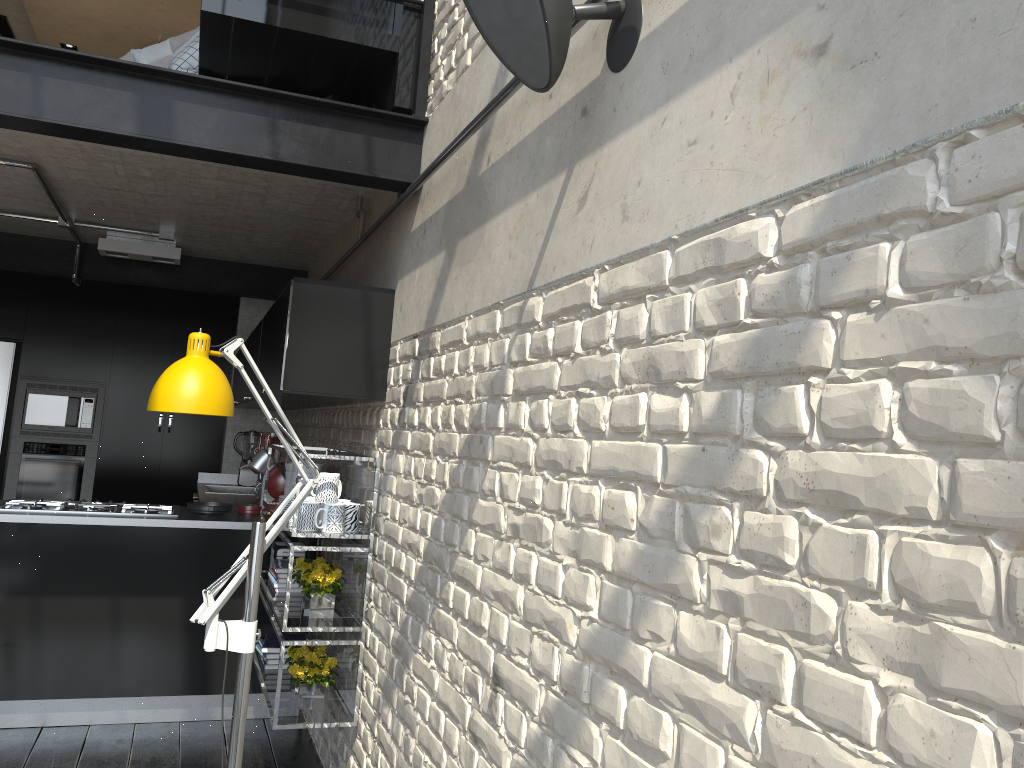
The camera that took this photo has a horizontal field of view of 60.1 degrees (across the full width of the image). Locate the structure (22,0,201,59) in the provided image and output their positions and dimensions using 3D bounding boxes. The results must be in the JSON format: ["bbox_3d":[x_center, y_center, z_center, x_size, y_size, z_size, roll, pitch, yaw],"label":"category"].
[{"bbox_3d":[-3.436,-2.152,8.473,2.587,2.973,2.777,6,-6,-20],"label":"structure"}]

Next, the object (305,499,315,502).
[{"bbox_3d":[-0.772,0.487,3.340,0.083,0.101,0.107,2,-6,14],"label":"object"}]

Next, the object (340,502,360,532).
[{"bbox_3d":[-0.604,0.496,3.306,0.083,0.101,0.107,2,-6,14],"label":"object"}]

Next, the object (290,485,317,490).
[{"bbox_3d":[-0.844,0.443,3.715,0.170,0.030,0.170,5,-4,-15],"label":"object"}]

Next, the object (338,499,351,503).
[{"bbox_3d":[-0.655,0.501,3.430,0.108,0.101,0.082,6,-6,-20],"label":"object"}]

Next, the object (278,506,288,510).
[{"bbox_3d":[-0.851,0.533,3.704,0.251,0.031,0.250,1,-5,39],"label":"object"}]

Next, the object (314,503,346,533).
[{"bbox_3d":[-0.661,0.487,3.221,0.108,0.101,0.082,4,-6,-6],"label":"object"}]

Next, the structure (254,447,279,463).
[{"bbox_3d":[-1.765,0.609,6.316,0.176,0.313,0.089,6,-8,-19],"label":"structure"}]

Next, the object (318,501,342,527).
[{"bbox_3d":[-0.695,0.492,3.329,0.108,0.101,0.082,4,-6,-6],"label":"object"}]

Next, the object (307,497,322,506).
[{"bbox_3d":[-0.747,0.494,3.430,0.108,0.101,0.082,7,-7,-30],"label":"object"}]

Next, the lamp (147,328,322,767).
[{"bbox_3d":[-0.565,0.663,1.732,0.630,1.630,1.561,5,-6,-7],"label":"lamp"}]

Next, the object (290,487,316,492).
[{"bbox_3d":[-0.845,0.452,3.714,0.170,0.030,0.170,5,-4,-15],"label":"object"}]

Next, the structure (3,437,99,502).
[{"bbox_3d":[-3.465,0.699,6.704,0.580,0.562,0.482,6,-6,-20],"label":"structure"}]

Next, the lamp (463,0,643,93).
[{"bbox_3d":[0.076,-0.670,1.568,0.356,0.308,0.177,8,-8,-38],"label":"lamp"}]

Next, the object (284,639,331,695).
[{"bbox_3d":[-0.795,1.090,3.423,0.182,0.193,0.174,5,-6,-7],"label":"object"}]

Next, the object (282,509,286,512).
[{"bbox_3d":[-0.852,0.541,3.703,0.251,0.031,0.250,1,-5,39],"label":"object"}]

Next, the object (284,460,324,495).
[{"bbox_3d":[-0.970,0.464,4.099,0.150,0.218,0.308,7,-6,-22],"label":"object"}]

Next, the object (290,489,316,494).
[{"bbox_3d":[-0.845,0.460,3.713,0.170,0.030,0.170,5,-4,-15],"label":"object"}]

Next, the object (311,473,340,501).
[{"bbox_3d":[-0.717,0.394,3.403,0.108,0.101,0.082,4,-6,-6],"label":"object"}]

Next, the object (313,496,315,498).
[{"bbox_3d":[-0.757,0.501,3.537,0.083,0.101,0.107,2,-6,14],"label":"object"}]

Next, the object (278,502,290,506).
[{"bbox_3d":[-0.850,0.516,3.706,0.251,0.031,0.250,1,-5,39],"label":"object"}]

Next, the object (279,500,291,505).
[{"bbox_3d":[-0.849,0.508,3.707,0.251,0.031,0.250,1,-5,39],"label":"object"}]

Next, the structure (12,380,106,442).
[{"bbox_3d":[-3.437,0.212,6.785,0.580,0.424,0.446,6,-6,-20],"label":"structure"}]

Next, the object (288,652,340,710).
[{"bbox_3d":[-0.728,1.083,3.254,0.175,0.193,0.181,4,-6,2],"label":"object"}]

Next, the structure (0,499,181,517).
[{"bbox_3d":[-2.063,0.603,4.357,0.810,0.026,0.499,5,-4,-20],"label":"structure"}]

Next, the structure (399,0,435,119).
[{"bbox_3d":[-3.138,-0.251,3.810,4.773,3.366,3.769,6,-6,-20],"label":"structure"}]

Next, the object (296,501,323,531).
[{"bbox_3d":[-0.733,0.482,3.233,0.108,0.101,0.082,7,-7,-30],"label":"object"}]

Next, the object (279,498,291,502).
[{"bbox_3d":[-0.849,0.500,3.708,0.251,0.031,0.250,1,-5,39],"label":"object"}]

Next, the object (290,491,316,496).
[{"bbox_3d":[-0.846,0.469,3.712,0.170,0.030,0.170,5,-4,-15],"label":"object"}]

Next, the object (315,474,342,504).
[{"bbox_3d":[-0.672,0.389,3.277,0.108,0.101,0.082,7,-7,-30],"label":"object"}]

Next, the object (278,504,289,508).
[{"bbox_3d":[-0.850,0.525,3.705,0.251,0.031,0.250,1,-5,39],"label":"object"}]

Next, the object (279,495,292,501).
[{"bbox_3d":[-0.848,0.492,3.709,0.251,0.031,0.250,1,-5,39],"label":"object"}]
